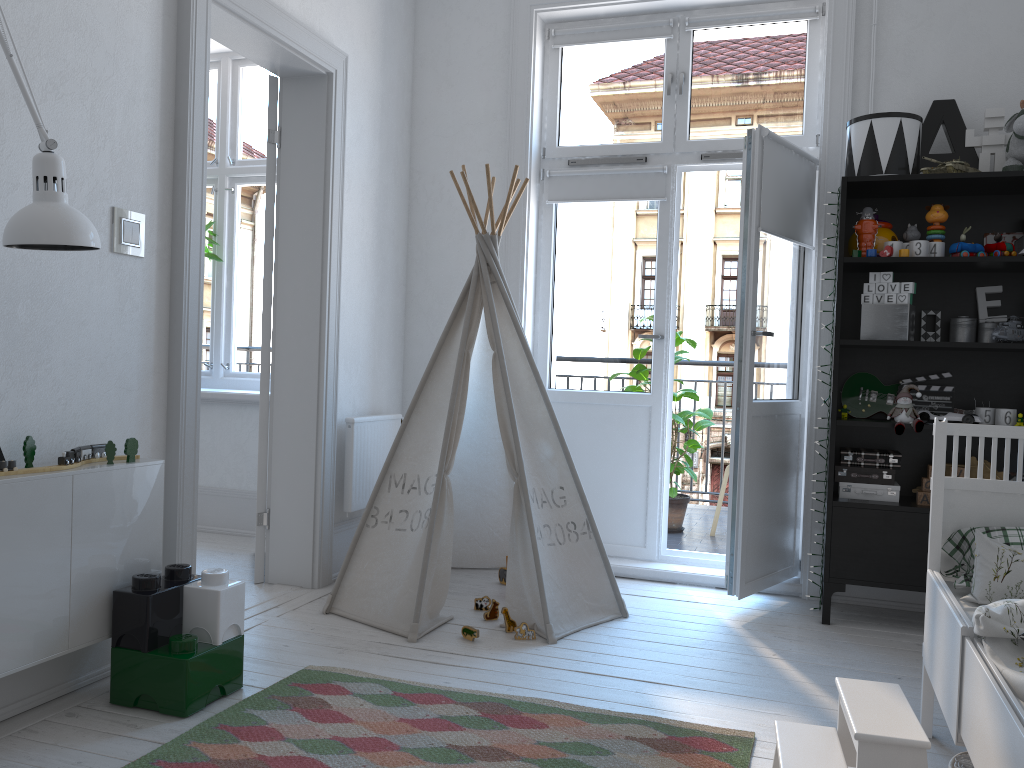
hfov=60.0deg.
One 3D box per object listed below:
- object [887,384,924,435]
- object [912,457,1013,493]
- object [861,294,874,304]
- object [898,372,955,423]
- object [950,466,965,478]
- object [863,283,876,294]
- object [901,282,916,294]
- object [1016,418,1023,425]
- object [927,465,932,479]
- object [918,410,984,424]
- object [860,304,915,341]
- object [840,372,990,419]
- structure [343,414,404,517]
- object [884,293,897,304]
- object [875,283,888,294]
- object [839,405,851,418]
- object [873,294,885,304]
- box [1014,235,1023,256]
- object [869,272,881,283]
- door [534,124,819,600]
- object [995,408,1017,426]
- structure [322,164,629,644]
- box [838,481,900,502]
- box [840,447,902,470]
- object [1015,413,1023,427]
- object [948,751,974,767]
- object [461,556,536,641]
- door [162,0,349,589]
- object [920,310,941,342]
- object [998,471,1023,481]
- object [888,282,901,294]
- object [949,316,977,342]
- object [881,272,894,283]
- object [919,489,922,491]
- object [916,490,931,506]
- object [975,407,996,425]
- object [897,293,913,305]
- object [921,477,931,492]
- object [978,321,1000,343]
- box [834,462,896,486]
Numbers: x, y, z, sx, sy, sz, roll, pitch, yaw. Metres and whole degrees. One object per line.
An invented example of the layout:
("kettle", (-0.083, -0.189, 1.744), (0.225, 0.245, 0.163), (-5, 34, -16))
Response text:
("object", (1.439, 0.094, 3.232), (0.110, 0.186, 0.129), (2, 1, 6))
("object", (1.721, 0.366, 3.385), (0.337, 0.186, 0.111), (3, 1, 34))
("object", (1.347, -0.320, 3.357), (0.040, 0.040, 0.040), (3, 1, 34))
("object", (1.612, 0.050, 3.454), (0.200, 0.199, 0.048), (2, 1, 19))
("object", (1.655, 0.332, 3.282), (0.050, 0.050, 0.050), (3, 2, 39))
("object", (1.353, -0.359, 3.353), (0.040, 0.040, 0.040), (3, 1, 29))
("object", (1.466, -0.354, 3.278), (0.040, 0.040, 0.040), (3, 2, 44))
("object", (1.889, 0.141, 3.360), (0.163, 0.034, 0.069), (2, 1, 19))
("object", (1.579, 0.329, 3.305), (0.050, 0.050, 0.050), (2, 1, 19))
("object", (1.623, 0.127, 3.293), (0.230, 0.048, 0.098), (3, 1, 44))
("object", (1.420, -0.229, 3.352), (0.170, 0.138, 0.124), (3, 1, 34))
("object", (1.581, 0.079, 3.492), (0.542, 0.239, 0.093), (2, 1, 19))
("structure", (-0.589, 0.368, 3.994), (0.075, 0.460, 0.635), (2, 1, 15))
("object", (1.416, -0.316, 3.311), (0.040, 0.040, 0.040), (3, 1, 34))
("object", (1.391, -0.358, 3.328), (0.040, 0.040, 0.040), (3, 2, 39))
("object", (1.313, 0.108, 3.503), (0.042, 0.054, 0.031), (3, 1, 29))
("object", (1.384, -0.318, 3.342), (0.040, 0.040, 0.040), (3, 1, 24))
("box", (2.006, -0.538, 3.257), (0.251, 0.189, 0.179), (2, 1, 19))
("object", (1.369, -0.399, 3.343), (0.040, 0.040, 0.040), (3, 1, 24))
("door", (0.610, -0.102, 3.807), (1.263, 1.839, 0.636), (3, 1, 21))
("object", (1.796, 0.124, 3.225), (0.067, 0.067, 0.067), (3, 1, 33))
("structure", (-0.116, -0.012, 3.494), (1.143, 1.750, 1.143), (2, 1, -5))
("box", (1.386, 0.412, 3.453), (0.215, 0.062, 0.179), (2, 1, 19))
("box", (1.391, 0.289, 3.451), (0.215, 0.062, 0.179), (2, 1, 19))
("object", (1.813, 0.132, 3.164), (0.042, 0.054, 0.031), (2, 1, -21))
("object", (0.996, 0.851, 1.788), (0.215, 0.148, 0.240), (3, 1, 26))
("object", (0.057, 0.722, 3.351), (0.385, 0.284, 0.856), (2, 1, 11))
("door", (-0.967, -0.259, 3.461), (0.505, 2.177, 1.465), (2, 1, 3))
("object", (1.642, -0.221, 3.477), (0.070, 0.135, 0.028), (3, 1, 18))
("object", (1.893, 0.400, 3.421), (0.347, 0.120, 0.034), (2, 1, 19))
("object", (1.429, -0.356, 3.303), (0.040, 0.040, 0.040), (1, 2, -41))
("object", (1.733, -0.205, 3.410), (0.095, 0.110, 0.095), (3, 1, 23))
("object", (1.404, -0.397, 3.319), (0.040, 0.040, 0.040), (3, 1, 29))
("object", (1.570, 0.427, 3.354), (0.050, 0.050, 0.050), (2, 1, 19))
("object", (1.538, 0.426, 3.307), (0.050, 0.050, 0.050), (2, 1, 19))
("object", (1.755, 0.122, 3.289), (0.067, 0.067, 0.067), (3, 1, 33))
("object", (1.455, -0.314, 3.286), (0.040, 0.040, 0.040), (1, 2, -41))
("object", (1.563, 0.377, 3.320), (0.050, 0.050, 0.050), (2, 1, 19))
("object", (1.799, -0.192, 3.299), (0.078, 0.091, 0.246), (2, 1, 13))
("box", (1.370, 0.350, 3.458), (0.215, 0.062, 0.179), (2, 1, 19))
